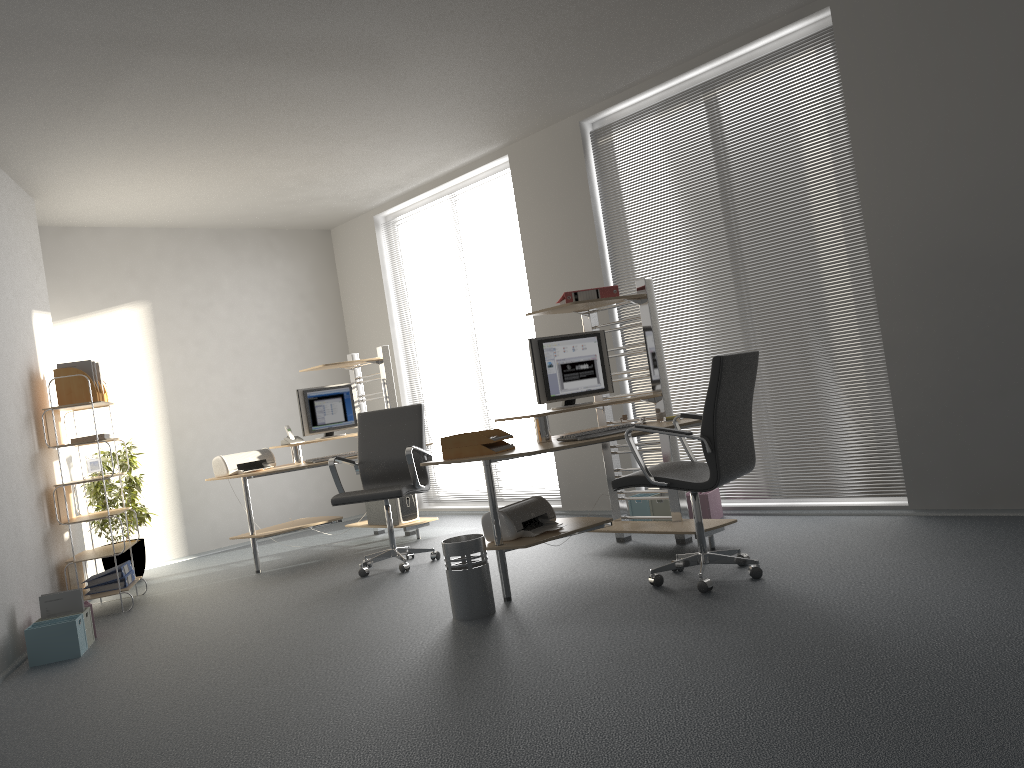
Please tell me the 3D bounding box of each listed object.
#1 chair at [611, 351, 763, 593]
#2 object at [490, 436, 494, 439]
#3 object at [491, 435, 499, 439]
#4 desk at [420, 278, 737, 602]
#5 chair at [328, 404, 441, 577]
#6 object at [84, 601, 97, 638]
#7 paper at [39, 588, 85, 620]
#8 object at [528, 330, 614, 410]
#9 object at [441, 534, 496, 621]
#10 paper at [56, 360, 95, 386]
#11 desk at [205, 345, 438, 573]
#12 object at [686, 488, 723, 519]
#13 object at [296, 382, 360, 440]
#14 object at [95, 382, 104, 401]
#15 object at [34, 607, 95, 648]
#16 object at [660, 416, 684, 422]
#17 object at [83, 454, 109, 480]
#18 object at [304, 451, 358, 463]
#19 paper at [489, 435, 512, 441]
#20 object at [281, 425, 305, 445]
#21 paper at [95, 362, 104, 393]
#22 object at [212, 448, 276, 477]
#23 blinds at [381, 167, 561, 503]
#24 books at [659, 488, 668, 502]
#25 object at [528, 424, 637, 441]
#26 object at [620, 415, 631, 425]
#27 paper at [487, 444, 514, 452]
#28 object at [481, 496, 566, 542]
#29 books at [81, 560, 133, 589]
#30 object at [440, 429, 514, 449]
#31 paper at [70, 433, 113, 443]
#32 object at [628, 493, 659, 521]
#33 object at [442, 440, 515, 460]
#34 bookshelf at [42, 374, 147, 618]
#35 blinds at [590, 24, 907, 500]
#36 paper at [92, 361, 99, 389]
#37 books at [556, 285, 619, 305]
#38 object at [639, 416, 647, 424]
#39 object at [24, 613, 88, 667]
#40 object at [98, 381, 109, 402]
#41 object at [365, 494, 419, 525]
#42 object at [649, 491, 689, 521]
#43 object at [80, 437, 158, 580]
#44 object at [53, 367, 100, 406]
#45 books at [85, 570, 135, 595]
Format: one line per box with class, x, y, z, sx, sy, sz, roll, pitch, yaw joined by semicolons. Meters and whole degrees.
chair;0.871;0.414;4.261;0.652;1.048;0.584;-9;-1;34
object;-0.104;0.276;4.581;0.008;0.009;0.159;-9;-1;3
object;-0.090;0.274;4.555;0.008;0.009;0.159;-9;-1;12
desk;0.358;0.236;4.757;1.469;1.566;0.967;-8;-1;-42
chair;-0.843;0.694;5.896;0.584;1.048;0.652;-9;-1;14
object;-2.536;1.381;5.077;0.245;0.202;0.185;-8;-1;-33
paper;-2.465;1.297;4.882;0.220;0.306;0.068;-9;-1;-15
object;0.329;-0.076;5.168;0.516;0.418;0.245;-8;-1;-20
object;-0.207;0.926;4.247;0.208;0.377;0.208;-9;-1;2
paper;-2.929;-0.001;5.973;0.213;0.297;0.045;-9;-1;-17
desk;-1.481;0.541;6.838;1.469;1.566;0.967;-8;-1;-42
object;1.251;0.810;5.835;0.185;0.202;0.245;-9;-1;30
object;-1.498;0.226;7.231;0.516;0.418;0.245;-8;-1;-27
object;-2.952;0.023;6.073;0.243;0.259;0.113;-9;-1;-14
object;-2.451;1.366;4.867;0.245;0.202;0.185;-9;-1;-15
object;0.901;0.192;5.001;0.132;0.026;0.132;-8;-1;-42
object;-2.829;0.556;6.009;0.077;0.161;0.192;-9;-1;4
object;-1.472;0.603;6.973;0.478;0.082;0.814;-8;-1;-34
paper;-0.178;0.296;4.603;0.297;0.010;0.210;-9;-1;27
object;-1.735;0.395;6.966;0.119;0.151;0.150;-9;-1;34
paper;-2.985;0.010;6.215;0.213;0.297;0.045;-9;-1;-11
object;-1.983;0.585;6.712;0.351;0.162;0.438;-9;-1;40
blinds;-0.415;-0.311;7.919;0.037;2.749;1.950;-8;-1;-42
books;1.081;0.766;5.974;0.220;0.306;0.068;-8;-1;-42
object;0.329;0.304;4.879;0.478;0.082;0.814;-8;-1;-34
object;0.652;0.213;5.142;0.054;0.064;0.159;-9;-1;15
paper;-0.170;0.348;4.602;0.297;0.019;0.210;-9;-1;27
object;0.101;0.698;4.655;0.351;0.162;0.438;-9;-1;32
books;-2.734;1.285;5.992;0.263;0.100;0.320;-9;-1;-14
object;-0.181;0.280;4.603;0.309;0.060;0.225;-9;-1;27
paper;-2.891;0.379;6.109;0.213;0.046;0.297;-9;-1;-15
object;0.961;0.857;6.122;0.245;0.202;0.185;-8;-1;-42
object;-0.173;0.336;4.603;0.309;0.060;0.225;-9;-1;27
bookshelf;-2.825;0.738;6.009;0.381;1.572;0.724;-9;-1;-14
blinds;1.430;-0.616;5.833;0.022;2.770;1.950;-8;-1;-42
paper;-2.961;0.005;6.093;0.213;0.297;0.045;-9;-1;-14
books;0.440;-0.509;5.225;0.320;0.072;0.262;-9;-1;-10
object;0.757;0.208;5.135;0.022;0.042;0.134;-9;-1;0
object;-2.403;1.356;4.688;0.245;0.202;0.185;-9;-1;-15
object;-2.977;0.029;6.195;0.243;0.259;0.113;-9;-1;-11
object;-0.977;0.905;7.127;0.199;0.422;0.471;-8;-1;-42
object;1.082;0.837;5.984;0.245;0.202;0.185;-8;-1;-42
object;-3.132;1.017;7.106;0.544;1.147;0.644;-9;-1;-13
object;-2.919;0.017;5.954;0.243;0.259;0.113;-9;-1;-17
books;-2.716;1.338;5.993;0.262;0.072;0.320;-9;-1;-14
